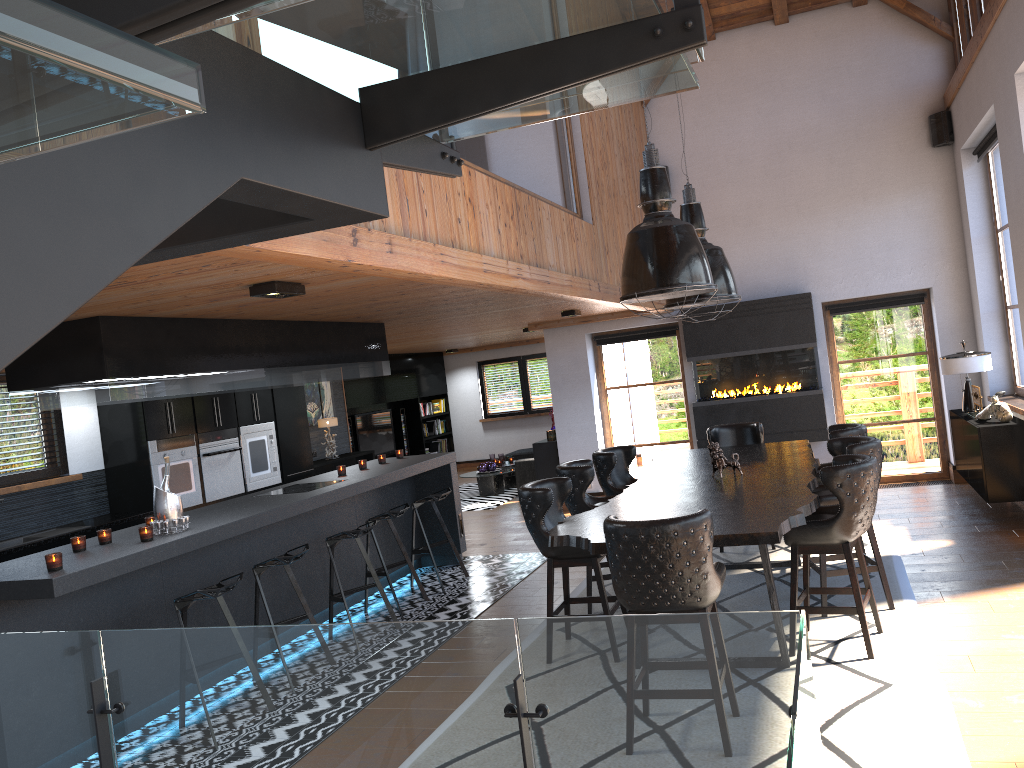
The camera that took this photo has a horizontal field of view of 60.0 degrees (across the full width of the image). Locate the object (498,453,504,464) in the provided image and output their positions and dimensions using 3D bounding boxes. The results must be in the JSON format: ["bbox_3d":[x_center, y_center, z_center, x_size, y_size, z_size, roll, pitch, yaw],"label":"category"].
[{"bbox_3d":[-0.168,1.195,14.108,0.095,0.167,0.094,-7,0,-10],"label":"object"}]

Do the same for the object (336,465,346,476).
[{"bbox_3d":[-1.481,0.751,7.708,0.080,0.081,0.078,-7,0,-26],"label":"object"}]

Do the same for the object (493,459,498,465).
[{"bbox_3d":[-0.260,1.248,14.153,0.078,0.081,0.080,-7,0,34],"label":"object"}]

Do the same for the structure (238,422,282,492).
[{"bbox_3d":[-2.664,0.762,9.420,0.039,0.671,0.598,-7,0,20],"label":"structure"}]

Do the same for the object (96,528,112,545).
[{"bbox_3d":[-2.381,0.893,5.182,0.080,0.081,0.079,-7,0,-16],"label":"object"}]

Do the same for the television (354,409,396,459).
[{"bbox_3d":[-2.302,0.873,14.938,0.050,0.813,1.263,-7,1,20],"label":"television"}]

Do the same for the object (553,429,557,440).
[{"bbox_3d":[0.584,0.656,11.575,0.098,0.135,0.107,-7,0,-39],"label":"object"}]

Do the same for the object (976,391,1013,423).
[{"bbox_3d":[4.270,0.202,7.882,0.181,0.262,0.497,-7,1,-12],"label":"object"}]

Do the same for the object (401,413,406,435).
[{"bbox_3d":[-2.001,0.723,15.768,0.124,0.379,0.126,-7,0,19],"label":"object"}]

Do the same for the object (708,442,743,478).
[{"bbox_3d":[1.449,0.507,6.018,0.222,0.253,0.115,-7,0,-18],"label":"object"}]

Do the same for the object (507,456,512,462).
[{"bbox_3d":[-0.033,1.211,14.287,0.094,0.099,0.091,-7,0,-34],"label":"object"}]

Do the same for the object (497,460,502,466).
[{"bbox_3d":[-0.193,1.242,13.981,0.078,0.081,0.080,-7,0,34],"label":"object"}]

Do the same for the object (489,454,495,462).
[{"bbox_3d":[-0.310,1.210,14.244,0.095,0.167,0.094,-7,0,-10],"label":"object"}]

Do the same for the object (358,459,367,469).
[{"bbox_3d":[-1.358,0.731,8.056,0.080,0.081,0.078,-7,0,-26],"label":"object"}]

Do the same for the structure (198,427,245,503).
[{"bbox_3d":[-2.865,0.793,8.822,0.089,0.673,0.599,-7,0,20],"label":"structure"}]

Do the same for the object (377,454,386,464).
[{"bbox_3d":[-1.234,0.712,8.403,0.080,0.081,0.078,-7,0,-26],"label":"object"}]

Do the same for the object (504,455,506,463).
[{"bbox_3d":[-0.146,1.214,14.225,0.114,0.122,0.113,-7,0,-5],"label":"object"}]

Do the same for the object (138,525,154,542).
[{"bbox_3d":[-2.101,0.860,5.091,0.080,0.081,0.079,-7,0,-16],"label":"object"}]

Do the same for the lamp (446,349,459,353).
[{"bbox_3d":[-1.131,-0.628,16.711,0.154,0.068,0.263,-7,1,20],"label":"lamp"}]

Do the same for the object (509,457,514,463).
[{"bbox_3d":[-0.011,1.218,14.144,0.078,0.081,0.080,-7,0,34],"label":"object"}]

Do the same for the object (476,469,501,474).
[{"bbox_3d":[-0.355,1.327,13.459,0.390,0.022,0.399,-6,1,38],"label":"object"}]

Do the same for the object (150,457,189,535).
[{"bbox_3d":[-2.084,0.668,5.351,0.224,0.452,0.227,-7,0,19],"label":"object"}]

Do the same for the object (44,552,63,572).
[{"bbox_3d":[-2.294,0.892,4.443,0.080,0.081,0.078,-7,0,-36],"label":"object"}]

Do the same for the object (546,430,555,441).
[{"bbox_3d":[0.500,0.668,11.471,0.108,0.135,0.097,-7,0,9],"label":"object"}]

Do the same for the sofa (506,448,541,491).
[{"bbox_3d":[0.547,1.165,14.234,2.072,0.818,3.114,-7,1,19],"label":"sofa"}]

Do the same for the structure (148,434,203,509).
[{"bbox_3d":[-3.254,0.848,8.251,0.379,0.673,0.604,-7,0,19],"label":"structure"}]

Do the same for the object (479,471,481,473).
[{"bbox_3d":[-0.470,1.307,13.526,0.078,0.081,0.080,-7,0,34],"label":"object"}]

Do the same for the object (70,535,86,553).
[{"bbox_3d":[-2.445,0.903,5.002,0.080,0.081,0.079,-7,0,-16],"label":"object"}]

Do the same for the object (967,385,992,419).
[{"bbox_3d":[4.421,0.162,8.420,0.149,0.287,0.504,-7,1,20],"label":"object"}]

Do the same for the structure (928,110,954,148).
[{"bbox_3d":[4.642,-2.756,9.590,0.212,0.349,0.215,-7,0,19],"label":"structure"}]

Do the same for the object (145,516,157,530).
[{"bbox_3d":[-2.251,0.873,5.546,0.080,0.081,0.079,-7,0,-16],"label":"object"}]

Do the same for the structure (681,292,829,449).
[{"bbox_3d":[2.791,-0.125,10.199,1.433,1.649,0.436,-7,0,19],"label":"structure"}]

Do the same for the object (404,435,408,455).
[{"bbox_3d":[-1.955,1.099,15.769,0.124,0.379,0.126,-7,0,19],"label":"object"}]

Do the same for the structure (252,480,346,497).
[{"bbox_3d":[-1.670,0.832,7.025,0.500,0.017,0.615,-7,1,19],"label":"structure"}]

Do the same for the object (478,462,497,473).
[{"bbox_3d":[-0.369,1.262,13.474,0.284,0.142,0.264,-7,1,3],"label":"object"}]

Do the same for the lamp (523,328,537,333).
[{"bbox_3d":[0.259,-0.740,12.003,0.154,0.068,0.263,-7,1,20],"label":"lamp"}]

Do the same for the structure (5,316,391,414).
[{"bbox_3d":[-1.981,-0.191,6.432,0.705,0.476,3.276,-7,1,20],"label":"structure"}]

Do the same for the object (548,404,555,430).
[{"bbox_3d":[0.565,0.470,11.748,0.150,0.504,0.327,-7,0,19],"label":"object"}]

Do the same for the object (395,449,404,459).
[{"bbox_3d":[-1.110,0.692,8.751,0.080,0.081,0.078,-7,0,-26],"label":"object"}]

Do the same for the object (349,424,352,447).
[{"bbox_3d":[-2.631,0.822,13.998,0.124,0.379,0.126,-7,0,19],"label":"object"}]

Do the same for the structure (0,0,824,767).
[{"bbox_3d":[1.349,1.261,0.359,9.138,6.398,11.113,-7,1,19],"label":"structure"}]
